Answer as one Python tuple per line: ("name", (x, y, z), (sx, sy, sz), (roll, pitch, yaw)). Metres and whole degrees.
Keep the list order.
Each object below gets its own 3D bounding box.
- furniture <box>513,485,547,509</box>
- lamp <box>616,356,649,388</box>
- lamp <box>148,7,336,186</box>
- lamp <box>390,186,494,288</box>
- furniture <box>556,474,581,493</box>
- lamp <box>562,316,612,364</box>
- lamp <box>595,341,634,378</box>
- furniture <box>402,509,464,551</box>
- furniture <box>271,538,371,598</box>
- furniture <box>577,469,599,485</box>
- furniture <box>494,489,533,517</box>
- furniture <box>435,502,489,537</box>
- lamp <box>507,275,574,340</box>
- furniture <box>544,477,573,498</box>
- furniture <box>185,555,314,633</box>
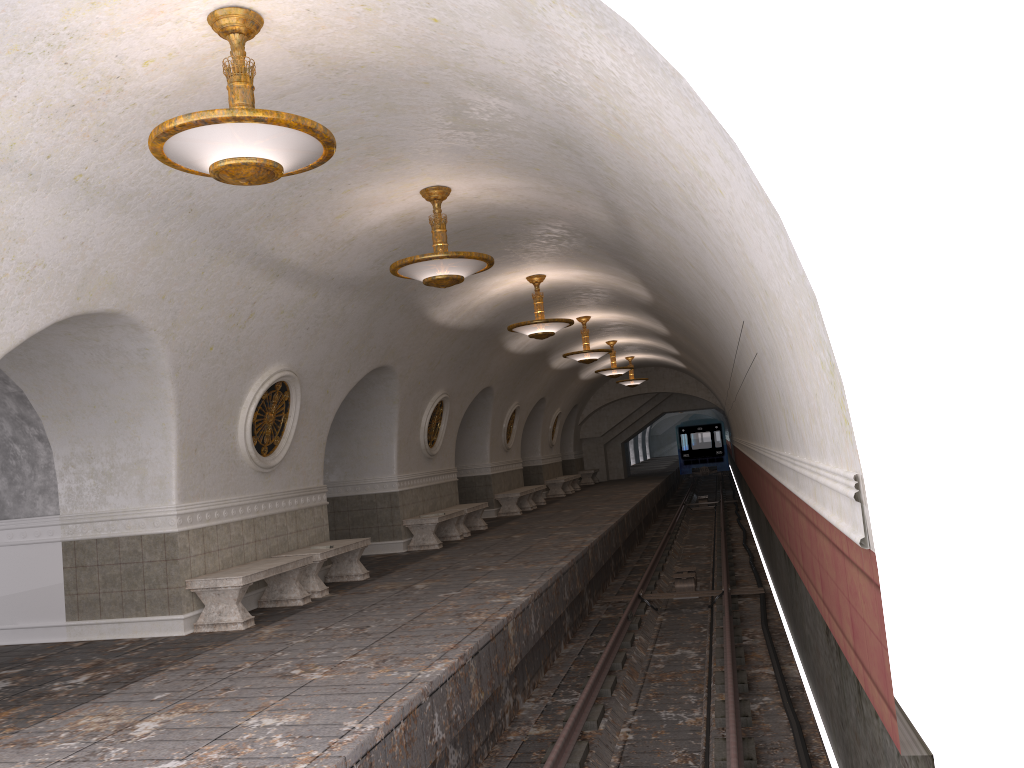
("furniture", (0.455, 2.871, 22.473), (0.613, 0.508, 1.509), (-6, -4, 13))
("lamp", (3.681, -0.358, 27.368), (1.008, 0.955, 1.008), (-3, -5, -31))
("lamp", (-1.522, -1.587, 4.993), (1.008, 0.955, 1.008), (-3, -5, -31))
("lamp", (-0.695, -1.391, 8.548), (1.008, 0.955, 1.008), (-5, -4, -3))
("furniture", (1.804, 3.189, 28.272), (0.613, 0.508, 1.509), (-6, -4, 13))
("lamp", (1.497, -0.874, 17.975), (1.008, 0.955, 1.008), (-8, -5, 29))
("lamp", (2.589, -0.616, 22.670), (1.008, 0.955, 1.008), (-8, -5, 29))
("furniture", (-1.287, 2.459, 14.981), (0.613, 0.508, 1.509), (-6, -4, 13))
("furniture", (-2.266, 2.228, 10.772), (0.613, 0.508, 1.509), (-6, -4, 13))
("furniture", (2.849, 3.436, 32.766), (0.613, 0.508, 1.509), (-6, -4, 13))
("furniture", (0.075, 2.781, 20.837), (0.613, 0.508, 1.509), (-6, -4, 13))
("furniture", (-0.907, 2.549, 16.617), (0.613, 0.508, 1.509), (-6, -4, 13))
("lamp", (0.405, -1.132, 13.277), (1.008, 0.955, 1.008), (-5, -4, -3))
("furniture", (1.423, 3.099, 26.637), (0.613, 0.508, 1.509), (-6, -4, 13))
("furniture", (-2.646, 2.138, 9.137), (0.613, 0.508, 1.509), (-6, -4, 13))
